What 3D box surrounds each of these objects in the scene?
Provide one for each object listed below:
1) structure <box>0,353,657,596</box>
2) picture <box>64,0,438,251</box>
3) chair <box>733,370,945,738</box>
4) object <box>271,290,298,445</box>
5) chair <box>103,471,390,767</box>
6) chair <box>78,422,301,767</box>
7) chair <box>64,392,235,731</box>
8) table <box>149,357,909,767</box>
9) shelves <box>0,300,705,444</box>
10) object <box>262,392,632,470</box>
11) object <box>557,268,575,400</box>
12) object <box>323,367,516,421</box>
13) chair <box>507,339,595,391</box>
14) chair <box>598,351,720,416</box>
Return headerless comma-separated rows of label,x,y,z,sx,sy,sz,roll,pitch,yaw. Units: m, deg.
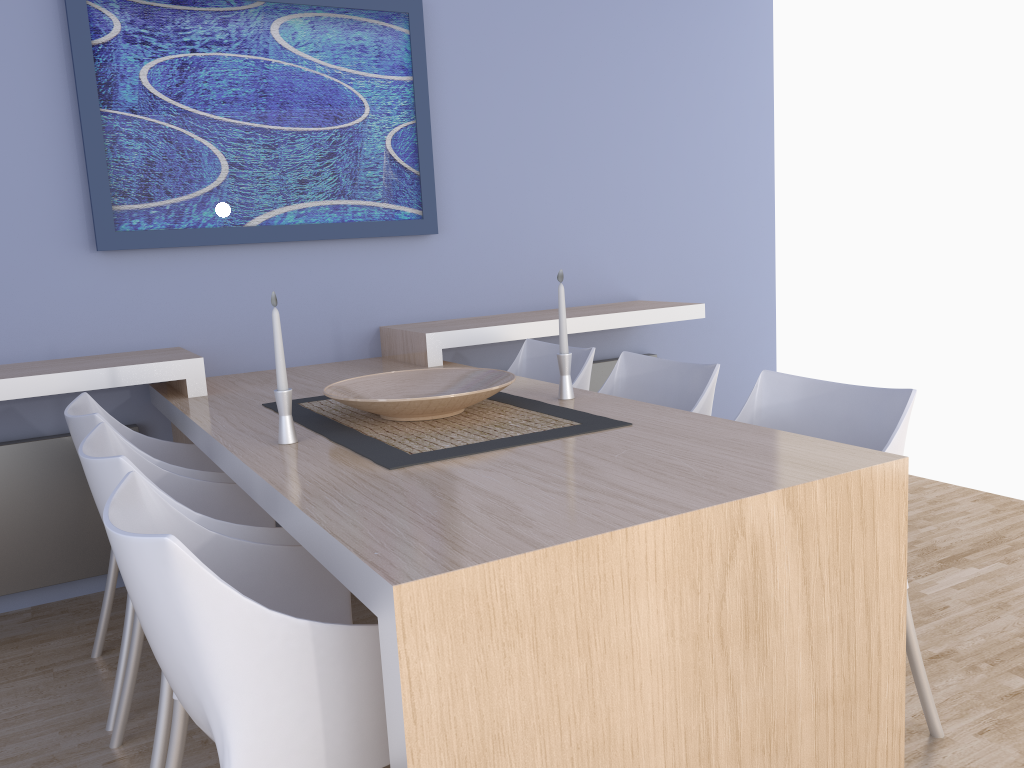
structure,-0.992,0.347,3.319,3.843,0.503,0.064,-8,10,-28
picture,-0.878,-0.971,3.216,1.252,0.901,0.049,-8,10,-28
chair,0.616,0.399,2.027,0.486,0.793,0.510,-8,10,-28
object,-0.525,-0.038,2.012,0.045,0.349,0.045,-1,9,13
chair,-0.383,0.543,1.482,0.486,0.793,0.510,-8,10,-28
chair,-0.663,0.480,1.980,0.486,0.793,0.510,-8,10,-28
chair,-0.944,0.416,2.477,0.486,0.793,0.510,-8,10,-28
table,-0.267,0.421,2.441,1.002,0.718,2.340,-8,10,-28
shelves,-0.966,0.291,3.117,3.901,0.840,0.463,-8,10,-28
object,-0.227,0.076,2.297,0.594,0.005,0.986,-8,10,-29
object,0.137,-0.133,2.373,0.045,0.349,0.045,-8,10,-28
object,-0.234,0.034,2.290,0.493,0.081,0.493,-5,9,-10
chair,0.039,0.268,3.051,0.486,0.793,0.510,-8,10,-28
chair,0.325,0.333,2.543,0.486,0.793,0.510,-8,10,-28
